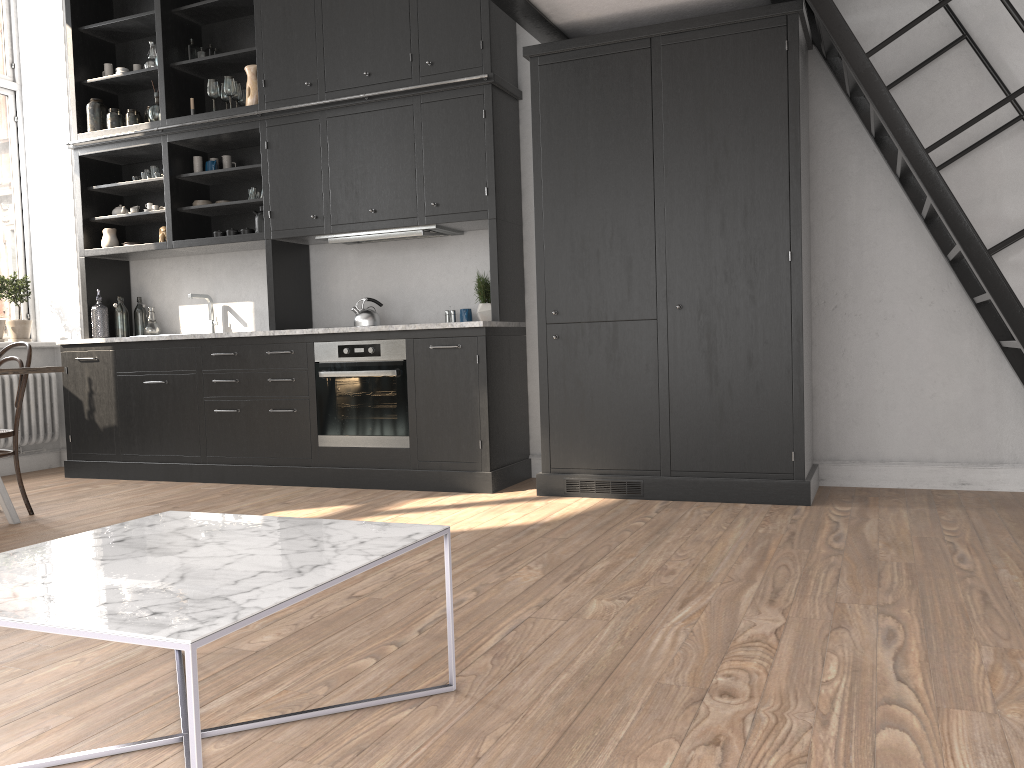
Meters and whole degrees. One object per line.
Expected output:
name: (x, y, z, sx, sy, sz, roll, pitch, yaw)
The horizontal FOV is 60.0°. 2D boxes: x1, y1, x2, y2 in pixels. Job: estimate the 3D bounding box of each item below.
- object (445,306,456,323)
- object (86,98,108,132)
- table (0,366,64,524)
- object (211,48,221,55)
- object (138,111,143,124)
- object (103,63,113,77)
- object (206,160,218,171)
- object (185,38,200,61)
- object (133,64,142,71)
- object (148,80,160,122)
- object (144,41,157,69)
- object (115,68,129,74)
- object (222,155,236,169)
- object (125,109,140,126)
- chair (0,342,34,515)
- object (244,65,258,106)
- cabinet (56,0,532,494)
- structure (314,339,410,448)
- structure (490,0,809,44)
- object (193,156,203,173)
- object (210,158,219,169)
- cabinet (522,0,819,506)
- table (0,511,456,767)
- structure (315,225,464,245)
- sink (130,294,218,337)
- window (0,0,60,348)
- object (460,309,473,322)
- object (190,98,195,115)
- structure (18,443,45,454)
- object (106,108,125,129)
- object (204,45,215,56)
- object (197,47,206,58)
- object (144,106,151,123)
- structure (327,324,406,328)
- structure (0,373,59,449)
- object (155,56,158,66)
object: (-0.379, -0.421, 5.470, 0.080, 0.116, 0.040, 0, 3, 28)
object: (-2.898, -1.865, 6.202, 0.118, 0.238, 0.118, -1, 3, 8)
table: (-3.204, 0.364, 3.747, 1.100, 0.780, 2.199, -1, 3, 23)
object: (-1.998, -2.203, 5.989, 0.044, 0.121, 0.058, -4, 4, -40)
object: (-2.681, -1.845, 6.320, 0.092, 0.184, 0.092, -2, 3, -12)
object: (-2.864, -2.196, 6.296, 0.059, 0.135, 0.082, -4, 4, -39)
object: (-2.027, -1.454, 5.987, 0.082, 0.094, 0.140, -2, 3, -12)
object: (-2.160, -2.237, 5.996, 0.065, 0.199, 0.084, 1, 4, 45)
object: (-2.660, -2.203, 6.314, 0.059, 0.135, 0.082, -5, 4, -44)
object: (-2.387, -1.931, 5.975, 0.134, 0.358, 0.134, -3, 3, -22)
object: (-2.473, -2.243, 6.117, 0.132, 0.219, 0.132, -2, 3, -3)
object: (-2.755, -2.179, 6.278, 0.096, 0.095, 0.096, -4, 3, -33)
object: (-1.926, -1.481, 6.031, 0.082, 0.135, 0.059, -2, 3, 6)
object: (-2.643, -1.828, 6.178, 0.096, 0.150, 0.096, -1, 3, 11)
chair: (-2.791, 0.243, 4.622, 0.438, 0.921, 0.549, 0, 4, 35)
object: (-1.658, -1.897, 5.679, 0.094, 0.267, 0.116, -3, 3, -25)
cabinet: (-1.542, -1.177, 5.681, 3.251, 3.585, 0.634, -1, 3, 23)
structure: (-0.778, 0.045, 5.433, 0.622, 0.623, 0.618, -1, 3, 23)
structure: (1.074, -2.352, 1.643, 4.158, 1.213, 5.924, -1, 3, 23)
object: (-2.133, -1.473, 6.035, 0.059, 0.135, 0.082, -2, 3, -9)
object: (-2.052, -1.479, 6.091, 0.082, 0.135, 0.059, -4, 4, -39)
cabinet: (0.858, -0.607, 4.718, 1.401, 2.372, 0.633, -1, 3, 23)
table: (-0.693, 0.556, 1.865, 0.849, 0.392, 0.849, -1, 3, 23)
structure: (-0.763, -0.939, 5.511, 0.844, 0.123, 0.379, -1, 3, 23)
sink: (-2.209, -0.364, 6.044, 0.526, 0.505, 0.514, -1, 3, 23)
window: (-4.579, -6.362, 12.675, 26.398, 15.942, 14.378, -1, 3, 23)
object: (-0.282, -0.411, 5.406, 0.082, 0.094, 0.140, -1, 3, 13)
object: (-2.141, -1.840, 5.945, 0.123, 0.161, 0.123, 0, 3, 31)
structure: (-4.430, -1.459, 4.079, 0.340, 4.476, 5.179, -1, 3, 23)
object: (-2.758, -1.827, 6.167, 0.114, 0.155, 0.114, 0, 3, 26)
object: (-2.061, -2.233, 6.076, 0.084, 0.177, 0.065, 1, 4, 45)
object: (-2.082, -2.200, 5.954, 0.053, 0.125, 0.041, -2, 3, -10)
object: (-2.525, -1.851, 6.231, 0.092, 0.184, 0.092, 0, 4, 37)
structure: (-0.789, -0.350, 5.419, 0.592, 0.011, 0.427, -1, 3, 23)
structure: (-3.733, 0.196, 5.897, 0.194, 0.552, 1.576, -1, 3, 23)
object: (-2.370, -2.304, 6.034, 0.118, 0.341, 0.123, 1, 4, 42)
